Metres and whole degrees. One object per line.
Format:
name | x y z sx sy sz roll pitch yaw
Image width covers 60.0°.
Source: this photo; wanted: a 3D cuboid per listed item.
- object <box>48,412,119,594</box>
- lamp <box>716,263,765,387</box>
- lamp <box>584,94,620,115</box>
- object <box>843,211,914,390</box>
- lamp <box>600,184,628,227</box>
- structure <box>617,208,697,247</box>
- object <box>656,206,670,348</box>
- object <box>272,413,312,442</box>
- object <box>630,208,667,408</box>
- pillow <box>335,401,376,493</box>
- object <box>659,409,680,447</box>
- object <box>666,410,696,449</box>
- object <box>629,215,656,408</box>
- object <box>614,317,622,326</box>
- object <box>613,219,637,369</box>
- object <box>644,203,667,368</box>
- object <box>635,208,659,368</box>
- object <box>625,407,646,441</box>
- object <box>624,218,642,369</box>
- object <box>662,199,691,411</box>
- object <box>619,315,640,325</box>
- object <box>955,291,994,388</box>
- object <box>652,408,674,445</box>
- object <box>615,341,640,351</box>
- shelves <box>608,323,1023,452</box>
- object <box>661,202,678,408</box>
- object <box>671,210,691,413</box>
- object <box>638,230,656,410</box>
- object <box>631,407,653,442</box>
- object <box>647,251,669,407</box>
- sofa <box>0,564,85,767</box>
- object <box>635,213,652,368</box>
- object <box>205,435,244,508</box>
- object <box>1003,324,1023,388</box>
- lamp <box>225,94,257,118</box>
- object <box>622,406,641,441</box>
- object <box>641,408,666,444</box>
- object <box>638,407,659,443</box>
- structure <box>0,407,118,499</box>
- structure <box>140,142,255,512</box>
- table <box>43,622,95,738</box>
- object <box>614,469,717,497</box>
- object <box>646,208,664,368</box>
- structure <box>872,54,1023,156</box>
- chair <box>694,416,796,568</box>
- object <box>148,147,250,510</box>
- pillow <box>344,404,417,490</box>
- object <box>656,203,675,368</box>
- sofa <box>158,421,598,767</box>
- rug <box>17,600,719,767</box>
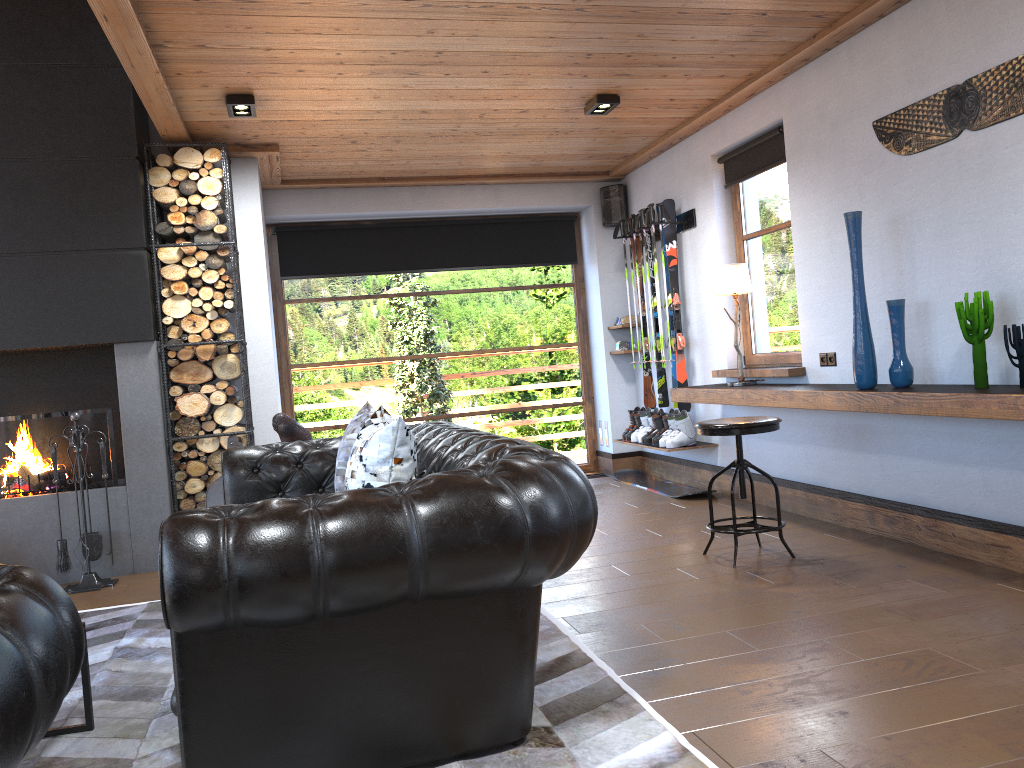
object | -2.469 0.665 5.099 0.304 1.017 0.311 -4 1 31
lamp | 1.691 -0.057 5.841 0.635 1.481 0.245 -5 1 -12
lamp | 0.566 -1.766 5.590 0.156 0.068 0.259 -5 1 -14
object | 1.761 -0.409 4.273 0.271 0.862 0.113 -4 1 31
lamp | 0.910 -1.580 7.869 0.215 0.349 0.212 -5 1 -14
structure | 1.108 -1.227 7.054 0.321 0.135 1.044 -5 1 -14
object | 1.245 -0.621 7.006 0.112 1.621 0.072 -5 1 -15
object | -1.188 0.308 4.850 0.148 0.319 0.250 -4 1 27
object | 1.098 -0.612 7.129 0.256 1.621 0.103 -5 1 -19
pillow | -0.647 0.316 3.908 0.285 0.469 0.526 -5 1 -11
object | 1.213 0.330 6.694 0.253 0.270 0.115 -5 1 -20
object | 1.243 0.330 6.572 0.253 0.270 0.115 -5 1 -20
object | 1.095 -0.600 7.340 0.116 1.606 0.094 -5 1 -15
object | 0.992 -0.560 7.903 0.161 0.084 0.188 -5 1 -16
object | 0.939 -0.743 7.338 0.122 1.249 0.058 -5 1 -33
object | 1.084 -0.740 6.729 0.119 1.249 0.060 -4 1 43
object | 1.047 -0.742 6.937 0.119 1.249 0.060 -4 1 32
object | 1.051 0.328 7.347 0.253 0.270 0.116 -5 1 -10
object | 1.001 -0.749 7.392 0.060 1.249 0.119 -5 1 -32
object | 1.255 -0.598 6.693 0.116 1.606 0.094 -5 1 -15
object | 1.035 -0.560 7.731 0.191 0.084 0.159 -5 1 -16
object | 1.974 -0.185 3.761 0.157 0.410 0.148 -4 1 44
object | 1.200 0.327 6.865 0.251 0.270 0.116 -5 1 0
object | 1.029 -0.342 7.827 0.186 0.084 0.355 -4 1 22
shelves | 1.787 -0.018 4.781 0.616 0.988 6.604 -5 1 -13
object | 1.252 -0.620 6.931 0.112 1.621 0.072 -5 1 -15
object | 1.244 -0.585 6.790 0.116 1.606 0.094 -5 1 -15
object | 1.084 -0.587 7.436 0.116 1.606 0.094 -5 1 -15
object | 1.081 0.328 7.228 0.253 0.270 0.116 -5 1 -10
object | 1.162 -0.619 7.213 0.112 1.621 0.072 -5 1 -15
sofa | -1.911 0.803 0.866 2.583 0.838 1.231 -5 1 -15
object | 1.057 -0.748 7.166 0.060 1.249 0.119 -5 1 -32
object | -1.748 0.713 5.493 0.270 0.795 0.260 -5 1 -31
object | 2.074 -0.115 3.588 0.125 0.260 0.128 -6 1 -44
lamp | -1.533 -1.579 5.018 0.156 0.068 0.259 -5 1 -14
object | 1.025 0.327 7.461 0.254 0.270 0.115 -5 1 -25
object | 1.137 0.329 6.986 0.251 0.270 0.117 -5 1 5
object | 1.124 0.327 7.115 0.253 0.270 0.116 -5 1 -10
structure | -2.949 0.445 5.356 0.988 0.514 0.182 -5 1 -15
structure | -1.988 -0.195 5.757 0.505 2.616 0.509 -5 1 -14
table | -1.523 0.969 2.535 0.402 0.350 0.647 -5 1 -9
object | 1.189 0.792 7.091 0.309 0.065 1.614 -5 1 -14
object | 1.113 -0.748 6.940 0.060 1.249 0.119 -5 1 -32
structure | 1.972 -1.223 3.943 0.099 0.240 1.240 -5 1 -14
chair | 1.181 0.538 4.535 0.443 0.716 0.439 -5 1 -11
object | -1.997 -0.188 5.764 0.497 2.611 0.463 -5 1 -15
pillow | -0.485 0.318 3.252 0.285 0.469 0.526 -5 1 -11
object | 1.185 -0.748 6.698 0.119 1.249 0.060 -4 1 38
sofa | -0.554 0.631 3.433 1.247 0.838 2.550 -5 1 -15
rug | -0.847 1.064 2.800 2.446 0.053 4.021 -5 1 -13
